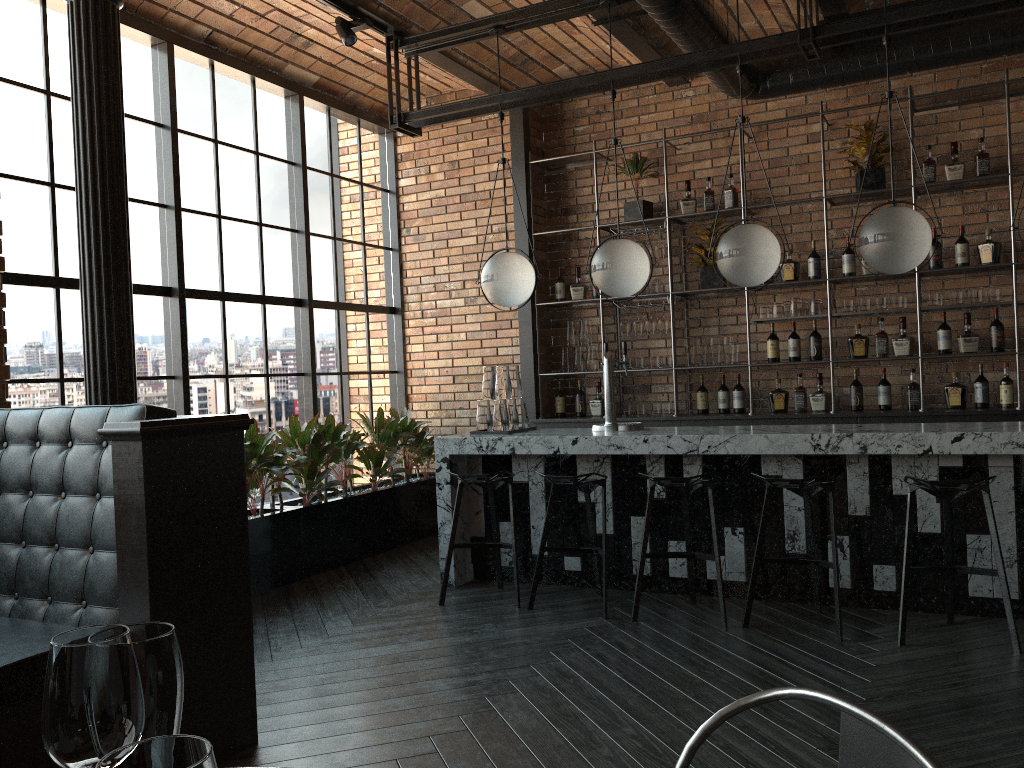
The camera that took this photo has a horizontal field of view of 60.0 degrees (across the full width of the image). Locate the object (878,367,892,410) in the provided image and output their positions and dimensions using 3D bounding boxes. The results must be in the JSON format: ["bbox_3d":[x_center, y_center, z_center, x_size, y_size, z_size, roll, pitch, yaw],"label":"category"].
[{"bbox_3d":[2.596,0.034,6.179,0.086,0.298,0.086,-3,0,-14],"label":"object"}]

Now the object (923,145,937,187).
[{"bbox_3d":[2.828,-1.476,6.008,0.083,0.282,0.083,-2,0,27],"label":"object"}]

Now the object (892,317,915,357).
[{"bbox_3d":[2.691,-0.323,6.095,0.123,0.279,0.123,-2,0,41],"label":"object"}]

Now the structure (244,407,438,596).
[{"bbox_3d":[-1.536,0.732,5.804,0.757,1.072,4.107,-2,0,26],"label":"structure"}]

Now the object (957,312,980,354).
[{"bbox_3d":[3.042,-0.337,5.915,0.123,0.279,0.123,-2,0,16],"label":"object"}]

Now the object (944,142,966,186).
[{"bbox_3d":[2.967,-1.479,5.938,0.123,0.279,0.123,-2,0,31],"label":"object"}]

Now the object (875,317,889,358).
[{"bbox_3d":[2.574,-0.321,6.171,0.083,0.282,0.083,-2,0,27],"label":"object"}]

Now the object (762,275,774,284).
[{"bbox_3d":[1.873,-0.863,6.515,0.083,0.282,0.083,-2,0,12],"label":"object"}]

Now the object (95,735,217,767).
[{"bbox_3d":[-0.225,0.362,0.573,0.092,0.244,0.092,-2,0,26],"label":"object"}]

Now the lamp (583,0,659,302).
[{"bbox_3d":[0.598,-1.354,5.138,0.340,1.754,0.340,-3,0,-17],"label":"lamp"}]

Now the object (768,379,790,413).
[{"bbox_3d":[1.955,0.086,6.499,0.151,0.248,0.094,-2,0,16],"label":"object"}]

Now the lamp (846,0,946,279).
[{"bbox_3d":[1.901,-1.407,4.469,0.340,1.754,0.340,-3,0,-17],"label":"lamp"}]

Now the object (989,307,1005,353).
[{"bbox_3d":[3.200,-0.355,5.853,0.086,0.299,0.086,-3,0,-14],"label":"object"}]

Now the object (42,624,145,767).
[{"bbox_3d":[-0.410,0.369,0.876,0.092,0.244,0.092,-2,0,26],"label":"object"}]

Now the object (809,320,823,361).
[{"bbox_3d":[2.182,-0.313,6.376,0.086,0.297,0.086,-3,0,-14],"label":"object"}]

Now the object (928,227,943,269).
[{"bbox_3d":[2.865,-0.913,6.009,0.086,0.299,0.086,-3,0,-14],"label":"object"}]

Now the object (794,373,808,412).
[{"bbox_3d":[2.092,0.063,6.429,0.083,0.282,0.083,-2,0,27],"label":"object"}]

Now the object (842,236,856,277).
[{"bbox_3d":[2.379,-0.892,6.263,0.086,0.298,0.086,-3,0,-14],"label":"object"}]

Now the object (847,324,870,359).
[{"bbox_3d":[2.438,-0.297,6.241,0.151,0.248,0.094,-2,0,16],"label":"object"}]

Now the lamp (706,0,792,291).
[{"bbox_3d":[1.250,-1.381,4.804,0.340,1.754,0.340,-3,0,-17],"label":"lamp"}]

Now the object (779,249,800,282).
[{"bbox_3d":[2.016,-0.851,6.441,0.151,0.248,0.094,-2,0,31],"label":"object"}]

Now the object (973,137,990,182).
[{"bbox_3d":[3.106,-1.487,5.865,0.083,0.282,0.083,-2,0,12],"label":"object"}]

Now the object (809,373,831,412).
[{"bbox_3d":[2.209,0.060,6.354,0.123,0.279,0.123,-2,0,41],"label":"object"}]

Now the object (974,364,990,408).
[{"bbox_3d":[3.130,0.013,5.911,0.086,0.298,0.086,-3,0,-14],"label":"object"}]

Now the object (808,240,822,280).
[{"bbox_3d":[2.174,-0.883,6.375,0.086,0.298,0.086,-3,0,-14],"label":"object"}]

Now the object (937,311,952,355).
[{"bbox_3d":[2.926,-0.343,5.999,0.086,0.298,0.086,-3,0,-14],"label":"object"}]

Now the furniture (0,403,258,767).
[{"bbox_3d":[-3.000,0.756,1.135,1.979,1.212,5.451,-2,0,27],"label":"furniture"}]

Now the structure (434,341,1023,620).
[{"bbox_3d":[2.356,0.387,4.979,5.346,1.430,1.930,-2,0,27],"label":"structure"}]

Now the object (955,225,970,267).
[{"bbox_3d":[3.024,-0.919,5.958,0.086,0.298,0.086,-3,0,-14],"label":"object"}]

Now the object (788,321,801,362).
[{"bbox_3d":[2.060,-0.308,6.470,0.086,0.298,0.086,-3,0,-14],"label":"object"}]

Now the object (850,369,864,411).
[{"bbox_3d":[2.420,0.041,6.232,0.086,0.297,0.086,-3,0,-29],"label":"object"}]

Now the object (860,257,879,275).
[{"bbox_3d":[2.496,-0.886,6.180,0.123,0.279,0.123,-2,0,16],"label":"object"}]

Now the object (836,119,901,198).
[{"bbox_3d":[2.492,-1.584,6.218,0.425,0.526,0.430,-2,0,29],"label":"object"}]

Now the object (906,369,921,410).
[{"bbox_3d":[2.755,0.036,6.088,0.083,0.282,0.083,-2,0,12],"label":"object"}]

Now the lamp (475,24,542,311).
[{"bbox_3d":[-0.053,-1.327,5.472,0.340,1.754,0.340,-3,0,-17],"label":"lamp"}]

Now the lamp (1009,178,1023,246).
[{"bbox_3d":[2.553,-1.434,4.135,0.340,1.754,0.340,-3,0,-17],"label":"lamp"}]

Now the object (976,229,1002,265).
[{"bbox_3d":[3.153,-0.898,5.857,0.094,0.248,0.151,-3,0,-34],"label":"object"}]

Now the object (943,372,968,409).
[{"bbox_3d":[2.987,0.044,5.969,0.151,0.248,0.094,-2,0,36],"label":"object"}]

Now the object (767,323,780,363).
[{"bbox_3d":[1.918,-0.301,6.514,0.086,0.299,0.086,-3,0,-14],"label":"object"}]

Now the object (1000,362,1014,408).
[{"bbox_3d":[3.253,0.009,5.832,0.080,0.299,0.080,-2,0,30],"label":"object"}]
